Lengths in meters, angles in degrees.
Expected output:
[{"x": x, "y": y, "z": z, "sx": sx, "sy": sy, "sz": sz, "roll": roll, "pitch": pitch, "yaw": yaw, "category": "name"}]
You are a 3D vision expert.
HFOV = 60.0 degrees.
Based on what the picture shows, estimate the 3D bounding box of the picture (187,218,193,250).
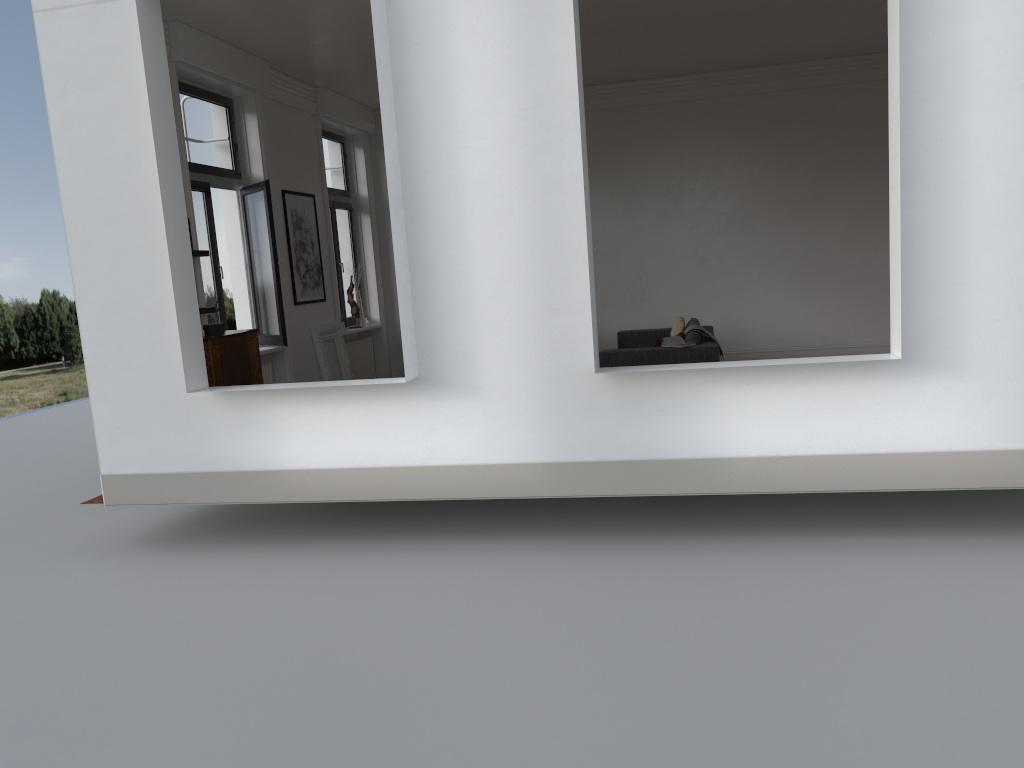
[{"x": -3.012, "y": -1.367, "z": 8.089, "sx": 0.020, "sy": 0.304, "sz": 0.288, "roll": -2, "pitch": 8, "yaw": 12, "category": "picture"}]

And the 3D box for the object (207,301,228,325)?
[{"x": -2.995, "y": -0.551, "z": 8.879, "sx": 0.317, "sy": 0.601, "sz": 0.540, "roll": -7, "pitch": 9, "yaw": -17, "category": "object"}]

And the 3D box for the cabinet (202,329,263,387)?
[{"x": -2.650, "y": 0.188, "z": 7.734, "sx": 0.640, "sy": 1.222, "sz": 1.262, "roll": -2, "pitch": 8, "yaw": 12, "category": "cabinet"}]

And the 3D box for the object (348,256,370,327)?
[{"x": -2.160, "y": -1.341, "z": 12.658, "sx": 0.289, "sy": 1.057, "sz": 0.295, "roll": -2, "pitch": 9, "yaw": 15, "category": "object"}]

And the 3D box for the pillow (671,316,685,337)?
[{"x": 2.049, "y": -0.597, "z": 11.056, "sx": 0.225, "sy": 0.462, "sz": 0.484, "roll": -2, "pitch": 8, "yaw": 12, "category": "pillow"}]

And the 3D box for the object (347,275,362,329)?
[{"x": -2.228, "y": -1.152, "z": 12.417, "sx": 0.165, "sy": 0.756, "sz": 0.142, "roll": -10, "pitch": 11, "yaw": -35, "category": "object"}]

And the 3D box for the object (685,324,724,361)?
[{"x": 2.127, "y": -0.453, "z": 9.816, "sx": 0.400, "sy": 0.389, "sz": 0.749, "roll": -3, "pitch": 8, "yaw": 12, "category": "object"}]

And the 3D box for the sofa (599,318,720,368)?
[{"x": 1.787, "y": -0.280, "z": 10.532, "sx": 1.262, "sy": 0.831, "sz": 2.636, "roll": -3, "pitch": 8, "yaw": 12, "category": "sofa"}]

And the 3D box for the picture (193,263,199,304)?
[{"x": -2.991, "y": -0.912, "z": 8.112, "sx": 0.020, "sy": 0.385, "sz": 0.342, "roll": -2, "pitch": 8, "yaw": 12, "category": "picture"}]

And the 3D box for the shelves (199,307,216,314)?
[{"x": -3.007, "y": -0.589, "z": 7.626, "sx": 0.156, "sy": 0.055, "sz": 1.510, "roll": -3, "pitch": 8, "yaw": 12, "category": "shelves"}]

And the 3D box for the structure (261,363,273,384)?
[{"x": -2.918, "y": 0.247, "z": 9.444, "sx": 0.225, "sy": 0.781, "sz": 1.448, "roll": -2, "pitch": 8, "yaw": 12, "category": "structure"}]

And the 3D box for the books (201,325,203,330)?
[{"x": -2.786, "y": -0.461, "z": 7.476, "sx": 0.254, "sy": 0.044, "sz": 0.238, "roll": -3, "pitch": 8, "yaw": 12, "category": "books"}]

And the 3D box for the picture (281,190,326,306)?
[{"x": -2.496, "y": -1.634, "z": 10.683, "sx": 0.035, "sy": 1.328, "sz": 0.880, "roll": -2, "pitch": 9, "yaw": 12, "category": "picture"}]

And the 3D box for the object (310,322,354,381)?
[{"x": -2.230, "y": -0.236, "z": 11.219, "sx": 0.233, "sy": 1.065, "sz": 0.827, "roll": -2, "pitch": 8, "yaw": 12, "category": "object"}]

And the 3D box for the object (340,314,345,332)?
[{"x": -2.285, "y": -0.816, "z": 11.830, "sx": 0.098, "sy": 0.245, "sz": 0.102, "roll": -6, "pitch": 9, "yaw": -10, "category": "object"}]

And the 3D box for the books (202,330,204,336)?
[{"x": -2.778, "y": -0.411, "z": 7.481, "sx": 0.229, "sy": 0.057, "sz": 0.293, "roll": -3, "pitch": 8, "yaw": 12, "category": "books"}]

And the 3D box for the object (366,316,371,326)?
[{"x": -2.100, "y": -0.922, "z": 12.947, "sx": 0.072, "sy": 0.135, "sz": 0.072, "roll": 2, "pitch": 11, "yaw": 37, "category": "object"}]

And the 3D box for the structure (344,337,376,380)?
[{"x": -2.278, "y": -0.219, "z": 12.609, "sx": 0.225, "sy": 0.781, "sz": 1.448, "roll": -2, "pitch": 8, "yaw": 12, "category": "structure"}]

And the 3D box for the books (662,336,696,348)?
[{"x": 1.738, "y": -0.444, "z": 9.254, "sx": 0.224, "sy": 0.096, "sz": 0.278, "roll": -10, "pitch": 9, "yaw": -36, "category": "books"}]

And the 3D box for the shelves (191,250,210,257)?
[{"x": -3.044, "y": -1.107, "z": 7.546, "sx": 0.158, "sy": 0.055, "sz": 1.510, "roll": -3, "pitch": 8, "yaw": 12, "category": "shelves"}]

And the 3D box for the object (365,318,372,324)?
[{"x": -2.147, "y": -0.925, "z": 13.133, "sx": 0.132, "sy": 0.098, "sz": 0.134, "roll": -7, "pitch": 8, "yaw": -18, "category": "object"}]

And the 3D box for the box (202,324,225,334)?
[{"x": -2.757, "y": -0.495, "z": 8.000, "sx": 0.208, "sy": 0.087, "sz": 0.281, "roll": -3, "pitch": 8, "yaw": 12, "category": "box"}]

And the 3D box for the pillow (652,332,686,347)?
[{"x": 1.655, "y": -0.344, "z": 9.581, "sx": 0.469, "sy": 0.398, "sz": 0.330, "roll": -11, "pitch": 11, "yaw": -40, "category": "pillow"}]
